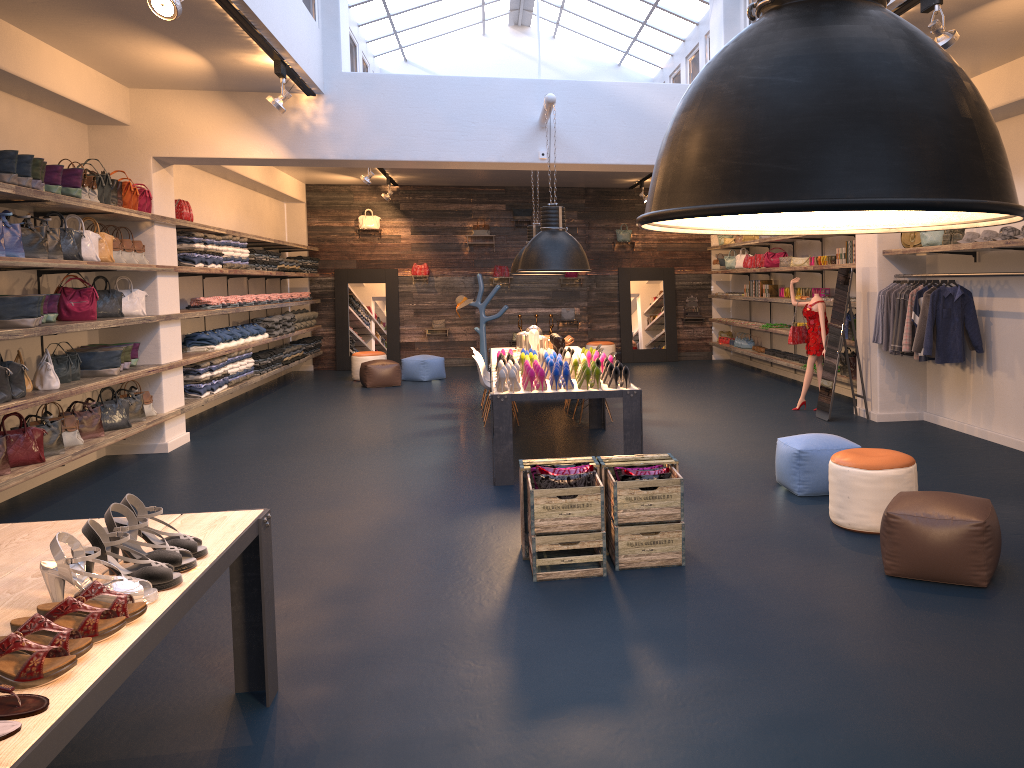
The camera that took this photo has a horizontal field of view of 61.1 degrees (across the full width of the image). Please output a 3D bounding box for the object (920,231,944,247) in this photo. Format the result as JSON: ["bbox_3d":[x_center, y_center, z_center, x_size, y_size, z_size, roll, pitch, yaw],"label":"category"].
[{"bbox_3d":[4.509,-1.636,9.237,0.342,0.365,0.189,2,5,29],"label":"object"}]

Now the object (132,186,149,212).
[{"bbox_3d":[-3.567,-1.732,8.156,0.243,0.282,0.318,2,6,31],"label":"object"}]

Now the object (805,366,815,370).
[{"bbox_3d":[4.253,-0.231,12.309,0.244,0.058,0.080,-2,6,-14],"label":"object"}]

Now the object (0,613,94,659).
[{"bbox_3d":[-1.135,0.603,2.068,0.258,0.116,0.100,-1,5,0],"label":"object"}]

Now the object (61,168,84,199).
[{"bbox_3d":[-3.517,-1.545,6.687,0.426,0.235,0.175,-1,4,-7],"label":"object"}]

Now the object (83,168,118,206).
[{"bbox_3d":[-3.618,-1.699,7.519,0.264,0.337,0.315,2,6,36],"label":"object"}]

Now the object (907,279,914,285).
[{"bbox_3d":[4.359,-1.092,9.474,0.444,0.219,0.010,-2,3,-11],"label":"object"}]

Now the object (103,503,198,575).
[{"bbox_3d":[-1.135,0.478,2.698,0.287,0.223,0.116,-2,4,-8],"label":"object"}]

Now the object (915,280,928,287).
[{"bbox_3d":[4.364,-1.064,9.239,0.444,0.219,0.010,-2,3,-11],"label":"object"}]

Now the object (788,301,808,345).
[{"bbox_3d":[3.640,-0.782,11.019,0.344,0.551,0.083,-3,4,-32],"label":"object"}]

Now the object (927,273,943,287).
[{"bbox_3d":[4.386,-1.036,8.988,0.444,0.219,0.010,-2,3,-11],"label":"object"}]

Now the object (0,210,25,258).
[{"bbox_3d":[-3.517,-1.027,5.950,0.201,0.337,0.405,2,6,33],"label":"object"}]

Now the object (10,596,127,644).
[{"bbox_3d":[-1.114,0.590,2.179,0.270,0.116,0.096,-2,5,-17],"label":"object"}]

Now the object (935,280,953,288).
[{"bbox_3d":[4.382,-1.013,8.805,0.444,0.219,0.010,-2,3,-11],"label":"object"}]

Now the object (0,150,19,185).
[{"bbox_3d":[-3.497,-1.442,5.777,0.426,0.231,0.175,-1,4,-7],"label":"object"}]

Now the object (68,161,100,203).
[{"bbox_3d":[-3.545,-1.639,7.046,0.351,0.334,0.166,-1,4,2],"label":"object"}]

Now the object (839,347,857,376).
[{"bbox_3d":[4.460,-0.305,11.355,0.371,0.389,0.181,0,4,5],"label":"object"}]

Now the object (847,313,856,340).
[{"bbox_3d":[4.429,-0.730,11.054,0.378,0.337,0.216,-1,4,-1],"label":"object"}]

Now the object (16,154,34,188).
[{"bbox_3d":[-3.502,-1.462,5.946,0.436,0.231,0.170,-2,5,-16],"label":"object"}]

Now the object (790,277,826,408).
[{"bbox_3d":[3.762,-0.498,10.801,0.371,1.659,0.696,-3,4,-26],"label":"object"}]

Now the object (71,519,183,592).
[{"bbox_3d":[-1.124,0.495,2.544,0.295,0.223,0.113,-3,4,-19],"label":"object"}]

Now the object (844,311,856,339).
[{"bbox_3d":[4.438,-0.776,11.225,0.371,0.389,0.181,0,4,5],"label":"object"}]

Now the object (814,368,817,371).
[{"bbox_3d":[4.266,-0.202,12.056,0.244,0.058,0.080,-2,6,-14],"label":"object"}]

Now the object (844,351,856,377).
[{"bbox_3d":[4.450,-0.258,11.184,0.378,0.337,0.216,-1,4,-1],"label":"object"}]

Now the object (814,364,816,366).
[{"bbox_3d":[4.320,-0.257,12.278,0.238,0.064,0.085,-1,5,-3],"label":"object"}]

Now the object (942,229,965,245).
[{"bbox_3d":[4.498,-1.546,8.853,0.238,0.283,0.384,0,5,13],"label":"object"}]

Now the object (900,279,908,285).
[{"bbox_3d":[4.354,-1.110,9.632,0.444,0.219,0.010,-2,3,-11],"label":"object"}]

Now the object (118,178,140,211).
[{"bbox_3d":[-3.594,-1.742,7.986,0.209,0.329,0.274,3,6,43],"label":"object"}]

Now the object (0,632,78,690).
[{"bbox_3d":[-1.126,0.617,1.950,0.269,0.116,0.096,-2,5,-15],"label":"object"}]

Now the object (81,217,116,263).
[{"bbox_3d":[-3.556,-1.214,7.317,0.179,0.384,0.458,1,5,33],"label":"object"}]

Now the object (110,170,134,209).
[{"bbox_3d":[-3.591,-1.754,7.855,0.209,0.383,0.274,3,5,43],"label":"object"}]

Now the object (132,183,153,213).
[{"bbox_3d":[-3.583,-1.762,8.254,0.268,0.309,0.201,-5,6,-44],"label":"object"}]

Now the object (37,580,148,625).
[{"bbox_3d":[-1.104,0.576,2.296,0.261,0.116,0.099,-1,5,-4],"label":"object"}]

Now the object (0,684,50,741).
[{"bbox_3d":[-1.124,0.651,1.765,0.285,0.090,0.221,-1,6,-3],"label":"object"}]

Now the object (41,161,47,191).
[{"bbox_3d":[-3.600,-1.500,6.301,0.428,0.235,0.174,-2,4,-9],"label":"object"}]

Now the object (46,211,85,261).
[{"bbox_3d":[-3.537,-1.146,6.735,0.179,0.384,0.458,1,5,33],"label":"object"}]

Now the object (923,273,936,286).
[{"bbox_3d":[4.381,-1.050,9.108,0.444,0.219,0.010,-2,3,-11],"label":"object"}]

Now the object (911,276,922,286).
[{"bbox_3d":[4.362,-1.075,9.335,0.444,0.219,0.010,-2,3,-11],"label":"object"}]

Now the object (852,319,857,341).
[{"bbox_3d":[4.402,-0.715,10.856,0.353,0.355,0.158,-2,4,-9],"label":"object"}]

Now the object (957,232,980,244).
[{"bbox_3d":[4.462,-1.424,8.469,0.222,0.125,0.199,3,7,30],"label":"object"}]

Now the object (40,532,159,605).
[{"bbox_3d":[-1.142,0.512,2.404,0.294,0.223,0.113,-2,4,-18],"label":"object"}]

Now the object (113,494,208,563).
[{"bbox_3d":[-1.144,0.462,2.828,0.287,0.223,0.116,-2,4,-9],"label":"object"}]

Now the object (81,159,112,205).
[{"bbox_3d":[-3.553,-1.706,7.352,0.305,0.409,0.131,-2,3,-12],"label":"object"}]

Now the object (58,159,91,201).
[{"bbox_3d":[-3.541,-1.620,6.883,0.351,0.334,0.166,-1,4,2],"label":"object"}]

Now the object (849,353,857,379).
[{"bbox_3d":[4.424,-0.244,10.986,0.353,0.355,0.158,-2,4,-9],"label":"object"}]

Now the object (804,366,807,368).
[{"bbox_3d":[4.264,-0.242,12.401,0.244,0.058,0.080,-2,6,-14],"label":"object"}]

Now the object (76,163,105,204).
[{"bbox_3d":[-3.548,-1.662,7.216,0.305,0.351,0.131,-2,4,-12],"label":"object"}]

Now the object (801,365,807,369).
[{"bbox_3d":[4.254,-0.253,12.492,0.244,0.058,0.080,-2,6,-14],"label":"object"}]

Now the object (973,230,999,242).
[{"bbox_3d":[4.470,-1.390,8.175,0.222,0.125,0.199,3,7,30],"label":"object"}]

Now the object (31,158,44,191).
[{"bbox_3d":[-3.533,-1.480,6.125,0.434,0.235,0.171,-2,4,-13],"label":"object"}]

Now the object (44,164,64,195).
[{"bbox_3d":[-3.573,-1.521,6.479,0.434,0.235,0.171,-2,4,-13],"label":"object"}]

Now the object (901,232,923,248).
[{"bbox_3d":[4.449,-1.625,9.575,0.302,0.283,0.216,1,5,22],"label":"object"}]

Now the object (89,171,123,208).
[{"bbox_3d":[-3.645,-1.721,7.703,0.379,0.337,0.216,-1,4,-1],"label":"object"}]
